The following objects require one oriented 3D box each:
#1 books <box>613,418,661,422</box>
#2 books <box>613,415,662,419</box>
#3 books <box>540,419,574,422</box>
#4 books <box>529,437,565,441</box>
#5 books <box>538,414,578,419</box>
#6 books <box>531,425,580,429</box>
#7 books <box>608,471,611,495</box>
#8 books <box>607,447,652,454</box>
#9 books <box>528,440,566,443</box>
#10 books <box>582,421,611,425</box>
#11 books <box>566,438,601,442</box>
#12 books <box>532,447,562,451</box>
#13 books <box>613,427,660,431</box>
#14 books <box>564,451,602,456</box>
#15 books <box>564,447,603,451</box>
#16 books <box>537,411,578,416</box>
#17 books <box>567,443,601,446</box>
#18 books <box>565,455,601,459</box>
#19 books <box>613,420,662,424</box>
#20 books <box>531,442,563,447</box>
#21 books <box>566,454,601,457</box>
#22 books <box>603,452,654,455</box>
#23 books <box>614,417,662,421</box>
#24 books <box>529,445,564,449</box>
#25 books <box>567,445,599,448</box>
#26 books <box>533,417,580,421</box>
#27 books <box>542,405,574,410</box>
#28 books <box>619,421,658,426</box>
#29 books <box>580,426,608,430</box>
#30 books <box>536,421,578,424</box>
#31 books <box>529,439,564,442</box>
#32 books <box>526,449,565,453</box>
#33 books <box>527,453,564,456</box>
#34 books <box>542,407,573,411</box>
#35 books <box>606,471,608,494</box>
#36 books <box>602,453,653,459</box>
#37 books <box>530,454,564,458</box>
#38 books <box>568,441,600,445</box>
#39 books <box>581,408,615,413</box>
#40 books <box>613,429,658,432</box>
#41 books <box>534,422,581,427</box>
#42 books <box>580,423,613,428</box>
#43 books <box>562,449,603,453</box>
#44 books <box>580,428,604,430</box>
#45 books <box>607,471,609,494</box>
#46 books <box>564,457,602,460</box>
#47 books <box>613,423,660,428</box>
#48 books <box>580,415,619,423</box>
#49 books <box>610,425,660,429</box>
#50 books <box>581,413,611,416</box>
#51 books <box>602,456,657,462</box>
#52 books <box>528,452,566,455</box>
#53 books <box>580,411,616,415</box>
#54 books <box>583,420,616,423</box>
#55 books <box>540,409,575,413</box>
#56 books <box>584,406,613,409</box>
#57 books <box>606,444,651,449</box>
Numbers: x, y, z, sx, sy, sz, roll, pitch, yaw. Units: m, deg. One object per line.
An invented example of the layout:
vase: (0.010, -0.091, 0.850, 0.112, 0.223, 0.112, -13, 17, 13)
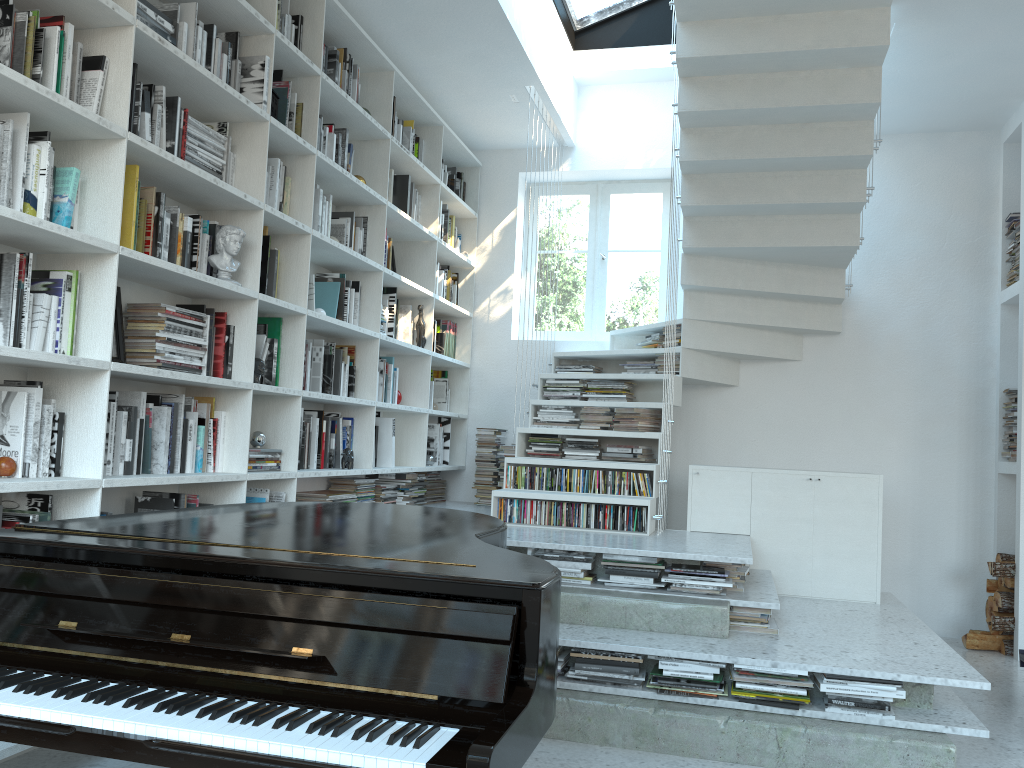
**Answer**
books: (0.742, 0.215, 5.259, 0.232, 0.011, 0.171, 6, -5, -39)
books: (0.754, 0.198, 5.249, 0.295, 0.007, 0.146, 6, -5, -41)
books: (0.284, 0.231, 5.527, 0.179, 0.010, 0.160, 1, -4, 18)
books: (0.214, 0.331, 5.339, 0.195, 0.012, 0.161, 2, -4, 12)
books: (0.288, 0.205, 5.539, 0.230, 0.019, 0.143, 2, -4, 14)
books: (0.279, 0.271, 5.512, 0.287, 0.018, 0.190, 2, -4, 14)
books: (0.540, 0.536, 4.828, 0.008, 0.125, 0.125, 2, -4, 15)
books: (0.681, 0.385, 5.134, 0.222, 0.028, 0.141, 0, -5, 33)
books: (0.212, 0.348, 5.337, 0.208, 0.009, 0.160, 2, -4, 11)
books: (0.512, 0.239, 5.389, 0.155, 0.013, 0.139, 2, -4, 17)
books: (0.427, 0.333, 5.272, 0.194, 0.014, 0.177, 2, -4, 9)
books: (0.212, 0.392, 5.341, 0.166, 0.015, 0.145, 2, -4, 9)
books: (0.739, 0.265, 5.257, 0.215, 0.013, 0.189, 6, -5, -43)
books: (0.423, 0.413, 5.268, 0.207, 0.016, 0.175, 2, -4, 9)
books: (0.428, 0.386, 5.281, 0.219, 0.013, 0.150, 1, -4, 20)
books: (0.288, 0.187, 5.535, 0.239, 0.017, 0.150, 2, -4, 13)
books: (0.433, 0.364, 5.299, 0.185, 0.008, 0.129, 2, -4, 13)
books: (0.426, 0.436, 5.283, 0.198, 0.013, 0.138, 1, -4, 21)
books: (0.752, 0.223, 5.248, 0.295, 0.006, 0.146, 6, -5, -41)
books: (0.213, 0.364, 5.342, 0.181, 0.022, 0.140, 2, -4, 8)
books: (0.427, 0.426, 5.283, 0.188, 0.008, 0.147, 1, -4, 18)
books: (0.675, 0.401, 5.126, 0.254, 0.007, 0.161, 0, -5, 34)
books: (0.753, 0.205, 5.248, 0.146, 0.007, 0.295, -1, -6, 45)
books: (0.215, 0.380, 5.349, 0.198, 0.010, 0.132, 1, -4, 18)
books: (0.425, 0.372, 5.268, 0.155, 0.012, 0.189, 1, -4, 18)
books: (0.287, 0.220, 5.537, 0.297, 0.012, 0.145, 2, -4, 14)
books: (0.289, 0.146, 5.535, 0.180, 0.014, 0.157, 2, -4, 13)
books: (0.752, 0.233, 5.247, 0.138, 0.014, 0.215, -1, -5, 42)
books: (0.498, 0.267, 5.392, 0.128, 0.016, 0.184, 1, -4, 22)
books: (0.286, 0.241, 5.535, 0.254, 0.010, 0.138, 2, -4, 12)
books: (0.208, 0.339, 5.319, 0.188, 0.006, 0.198, 2, -4, 11)
books: (0.208, 0.405, 5.326, 0.225, 0.012, 0.159, 1, -4, 22)
books: (0.206, 0.422, 5.321, 0.195, 0.007, 0.189, 2, -4, 12)
books: (0.288, 0.160, 5.531, 0.180, 0.014, 0.157, 2, -4, 11)
books: (0.526, 0.536, 4.831, 0.007, 0.125, 0.125, 2, -4, 15)
books: (0.666, 0.413, 5.113, 0.240, 0.019, 0.172, -1, -5, 39)
books: (0.214, 0.435, 5.353, 0.188, 0.014, 0.130, 2, -4, 15)
books: (0.432, 0.351, 5.295, 0.178, 0.017, 0.133, 1, -4, 18)
books: (0.530, 0.160, 5.389, 0.190, 0.017, 0.166, 2, -4, 17)
books: (0.735, 0.278, 5.260, 0.183, 0.012, 0.206, -1, -5, 42)
books: (0.286, 0.255, 5.537, 0.288, 0.017, 0.136, 2, -4, 13)
books: (0.527, 0.252, 5.384, 0.177, 0.014, 0.200, 1, -4, 19)
books: (0.424, 0.398, 5.268, 0.225, 0.013, 0.184, 2, -4, 12)
books: (0.501, 0.278, 5.390, 0.132, 0.007, 0.162, 1, -4, 23)
books: (0.533, 0.536, 4.829, 0.008, 0.125, 0.125, 2, -4, 15)
books: (0.420, 0.443, 5.260, 0.223, 0.004, 0.191, 2, -4, 11)
books: (0.742, 0.246, 5.256, 0.222, 0.011, 0.180, 6, -5, -44)
books: (0.541, 0.211, 5.382, 0.222, 0.035, 0.178, 1, -4, 19)
books: (0.732, 0.256, 5.265, 0.189, 0.007, 0.254, -1, -5, 42)
books: (0.511, 0.186, 5.393, 0.129, 0.012, 0.159, 1, -4, 29)
books: (0.677, 0.433, 5.129, 0.288, 0.017, 0.136, 0, -5, 37)
books: (0.208, 0.415, 5.329, 0.216, 0.009, 0.158, 2, -4, 8)
books: (0.531, 0.175, 5.388, 0.156, 0.012, 0.218, 0, -5, 31)
books: (0.536, 0.231, 5.382, 0.181, 0.005, 0.188, 2, -4, 15)
books: (0.284, 0.172, 5.520, 0.203, 0.011, 0.173, 2, -4, 10)
books: (0.525, 0.147, 5.392, 0.155, 0.009, 0.155, 2, -4, 15)
books: (0.675, 0.363, 5.125, 0.212, 0.014, 0.169, 0, -5, 34)
